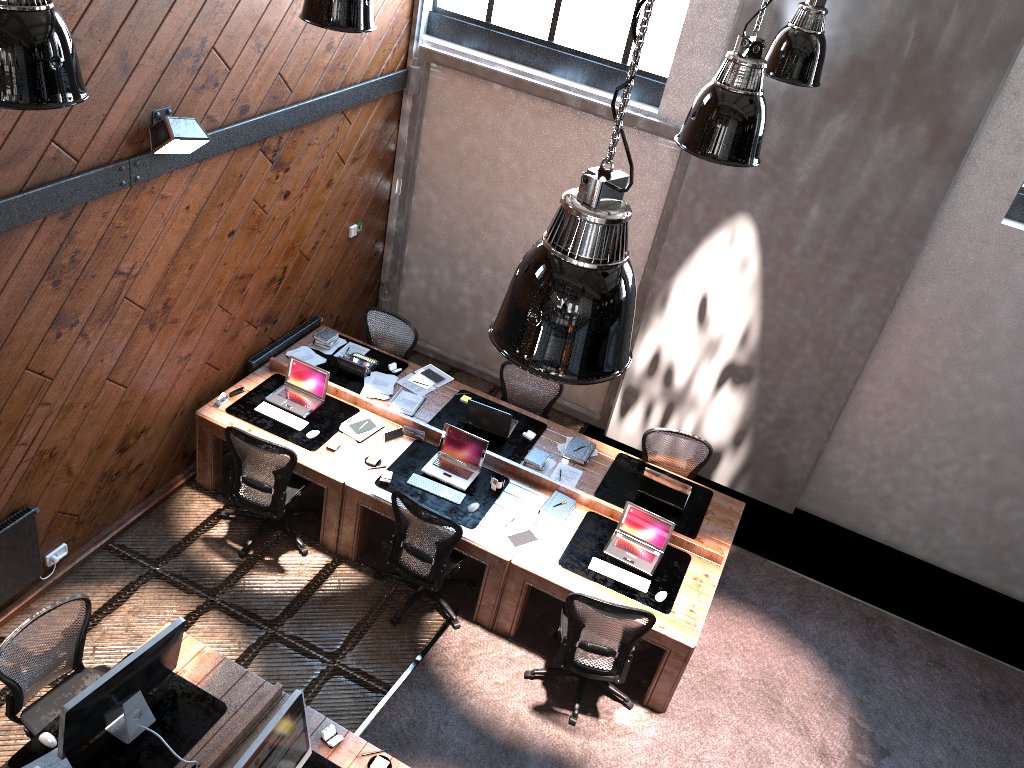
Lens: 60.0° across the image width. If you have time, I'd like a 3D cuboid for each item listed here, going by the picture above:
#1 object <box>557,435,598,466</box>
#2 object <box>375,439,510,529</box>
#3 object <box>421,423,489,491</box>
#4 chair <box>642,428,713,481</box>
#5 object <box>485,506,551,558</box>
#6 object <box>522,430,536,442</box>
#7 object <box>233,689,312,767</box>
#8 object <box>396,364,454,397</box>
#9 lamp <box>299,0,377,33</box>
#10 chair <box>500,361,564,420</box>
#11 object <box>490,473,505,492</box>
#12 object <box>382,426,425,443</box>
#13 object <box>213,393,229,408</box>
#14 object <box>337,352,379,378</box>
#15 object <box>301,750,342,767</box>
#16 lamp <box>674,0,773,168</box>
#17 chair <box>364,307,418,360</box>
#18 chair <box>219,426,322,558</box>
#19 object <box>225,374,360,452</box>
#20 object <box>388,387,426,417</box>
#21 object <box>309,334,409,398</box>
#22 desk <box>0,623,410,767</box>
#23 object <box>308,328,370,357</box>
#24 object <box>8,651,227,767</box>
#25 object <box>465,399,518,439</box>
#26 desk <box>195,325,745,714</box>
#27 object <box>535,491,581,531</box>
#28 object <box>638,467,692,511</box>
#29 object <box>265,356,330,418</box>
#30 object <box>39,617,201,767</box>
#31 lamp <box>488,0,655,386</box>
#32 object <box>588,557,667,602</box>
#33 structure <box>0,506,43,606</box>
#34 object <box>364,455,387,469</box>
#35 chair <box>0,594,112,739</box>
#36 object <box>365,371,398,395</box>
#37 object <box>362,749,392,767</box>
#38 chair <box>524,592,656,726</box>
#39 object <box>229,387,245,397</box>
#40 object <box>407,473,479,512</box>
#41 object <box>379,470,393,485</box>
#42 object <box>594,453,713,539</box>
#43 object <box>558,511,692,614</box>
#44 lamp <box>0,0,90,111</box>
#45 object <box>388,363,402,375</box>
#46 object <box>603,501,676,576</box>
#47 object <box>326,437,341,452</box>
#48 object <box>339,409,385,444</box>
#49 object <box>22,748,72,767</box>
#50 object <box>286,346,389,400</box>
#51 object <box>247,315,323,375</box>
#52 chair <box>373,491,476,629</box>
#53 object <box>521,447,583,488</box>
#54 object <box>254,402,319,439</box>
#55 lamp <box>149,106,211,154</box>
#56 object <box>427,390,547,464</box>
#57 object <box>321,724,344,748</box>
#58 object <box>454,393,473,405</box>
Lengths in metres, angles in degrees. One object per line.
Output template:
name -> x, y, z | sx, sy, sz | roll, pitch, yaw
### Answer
object -> 0.555, 0.526, 7.411 | 0.325, 0.065, 0.363 | 29, 36, 22
object -> -0.520, 0.745, 6.771 | 0.848, 0.008, 0.687 | 22, 34, 14
object -> -0.436, 0.555, 6.769 | 0.380, 0.288, 0.320 | 23, 34, 14
chair -> 1.290, 0.971, 7.441 | 0.770, 1.085, 0.792 | 5, 34, -12
object -> 0.038, 1.069, 6.467 | 0.304, 0.017, 0.467 | -12, 41, -32
object -> 0.144, 0.427, 7.409 | 0.082, 0.063, 0.106 | 30, 37, 24
object -> -1.240, 1.915, 4.290 | 0.610, 0.573, 0.714 | 22, 34, 13
object -> -0.764, -0.040, 7.831 | 0.304, 0.017, 0.467 | 31, 37, 25
lamp -> -0.806, -3.112, 4.605 | 0.445, 2.372, 0.445 | 21, 34, 12
chair -> 0.053, 0.409, 7.849 | 0.770, 1.085, 0.792 | 11, 33, -3
object -> -0.112, 0.751, 6.795 | 0.099, 0.138, 0.078 | 30, 37, 24
object -> -0.871, 0.395, 7.098 | 0.347, 0.083, 0.129 | -1, 36, -20
object -> -2.310, 0.120, 7.031 | 0.054, 0.064, 0.159 | 19, 34, 8
object -> -1.338, -0.205, 7.770 | 0.322, 0.116, 0.290 | 21, 34, 12
object -> -1.190, 2.181, 4.410 | 0.687, 0.008, 0.848 | 23, 35, 15
lamp -> 1.281, -2.170, 3.927 | 0.445, 2.372, 0.445 | -2, 36, -21
chair -> -1.251, -0.080, 8.126 | 0.770, 1.085, 0.792 | 16, 33, 5
chair -> -1.848, 0.692, 6.777 | 0.770, 1.085, 0.792 | 11, 33, -3
object -> -1.753, 0.214, 7.135 | 0.848, 0.008, 0.687 | 22, 34, 14
object -> -0.885, 0.144, 7.492 | 0.229, 0.060, 0.316 | 19, 34, 8
object -> -1.433, -0.180, 7.829 | 0.848, 0.008, 0.687 | 22, 34, 14
desk -> -2.243, 2.904, 3.583 | 1.748, 0.840, 4.117 | 24, 35, 16
object -> -1.550, -0.363, 7.953 | 0.478, 0.098, 0.319 | 22, 34, 13
object -> -2.035, 1.830, 4.641 | 0.687, 0.008, 0.848 | 23, 35, 15
object -> -0.153, 0.227, 7.404 | 0.390, 0.283, 0.323 | 20, 34, 10
desk -> -0.335, 0.863, 7.265 | 4.117, 0.840, 1.748 | 23, 34, 14
object -> 0.354, 0.959, 6.699 | 0.325, 0.065, 0.363 | 32, 38, 26
object -> 1.243, 0.765, 7.034 | 0.380, 0.288, 0.320 | 23, 34, 14
object -> -1.736, 0.020, 7.167 | 0.390, 0.283, 0.323 | 23, 34, 14
object -> -1.988, 1.564, 4.558 | 0.811, 0.578, 0.663 | 3, 35, -14
lamp -> 0.374, -1.091, 2.108 | 0.445, 2.372, 0.445 | -21, 46, -40
object -> 0.821, 1.375, 6.265 | 0.577, 0.040, 0.139 | 23, 35, 14
structure -> -3.339, 1.258, 5.487 | 0.073, 0.628, 1.064 | 23, 34, 14
object -> -1.058, 0.591, 6.796 | 0.158, 0.026, 0.154 | -5, 37, -25
chair -> -2.427, 1.766, 4.984 | 0.792, 1.085, 0.770 | 16, 33, 5
object -> -1.124, -0.009, 7.653 | 0.246, 0.002, 0.315 | 12, 33, -2
object -> -0.715, 2.038, 4.766 | 0.158, 0.026, 0.154 | -2, 36, -21
chair -> 0.558, 1.696, 6.113 | 0.770, 1.085, 0.792 | 5, 34, -12
object -> -2.222, 0.065, 7.162 | 0.022, 0.042, 0.134 | 32, 38, 26
object -> -0.509, 0.810, 6.647 | 0.577, 0.040, 0.139 | 22, 34, 14
object -> -0.941, 0.698, 6.631 | 0.082, 0.063, 0.106 | 13, 33, -1
object -> 1.151, 0.884, 7.138 | 0.848, 0.008, 0.687 | 22, 34, 14
object -> 0.831, 1.278, 6.444 | 0.848, 0.008, 0.687 | 22, 34, 14
lamp -> -1.670, -2.108, 2.799 | 0.445, 2.372, 0.445 | 30, 37, 24
object -> -1.033, -0.137, 7.835 | 0.106, 0.063, 0.082 | 34, 38, 28
object -> 0.923, 1.121, 6.447 | 0.390, 0.283, 0.323 | 24, 35, 16
object -> -1.379, 0.465, 6.839 | 0.082, 0.063, 0.106 | 21, 34, 12
object -> -1.200, 0.336, 7.098 | 0.229, 0.060, 0.316 | 27, 36, 21
object -> -2.358, 1.976, 4.289 | 0.467, 0.017, 0.304 | -20, 46, -40
object -> -1.489, -0.099, 7.670 | 1.058, 0.002, 0.356 | 22, 34, 13
object -> -2.047, -0.166, 8.043 | 0.073, 0.628, 1.064 | 23, 34, 14
chair -> -0.599, 1.159, 6.513 | 0.770, 1.085, 0.792 | 16, 33, 5
object -> 0.317, 0.660, 7.101 | 0.478, 0.098, 0.319 | 22, 34, 13
object -> -1.765, 0.280, 7.001 | 0.577, 0.040, 0.139 | 24, 35, 17
lamp -> -2.086, -1.532, 5.501 | 0.283, 0.287, 0.328 | 22, 34, 14
object -> -0.200, 0.351, 7.465 | 0.848, 0.008, 0.687 | 22, 34, 14
object -> -0.977, 1.917, 4.824 | 0.106, 0.063, 0.082 | 34, 38, 28
object -> -0.408, 0.125, 7.702 | 0.158, 0.026, 0.154 | -2, 36, -21
